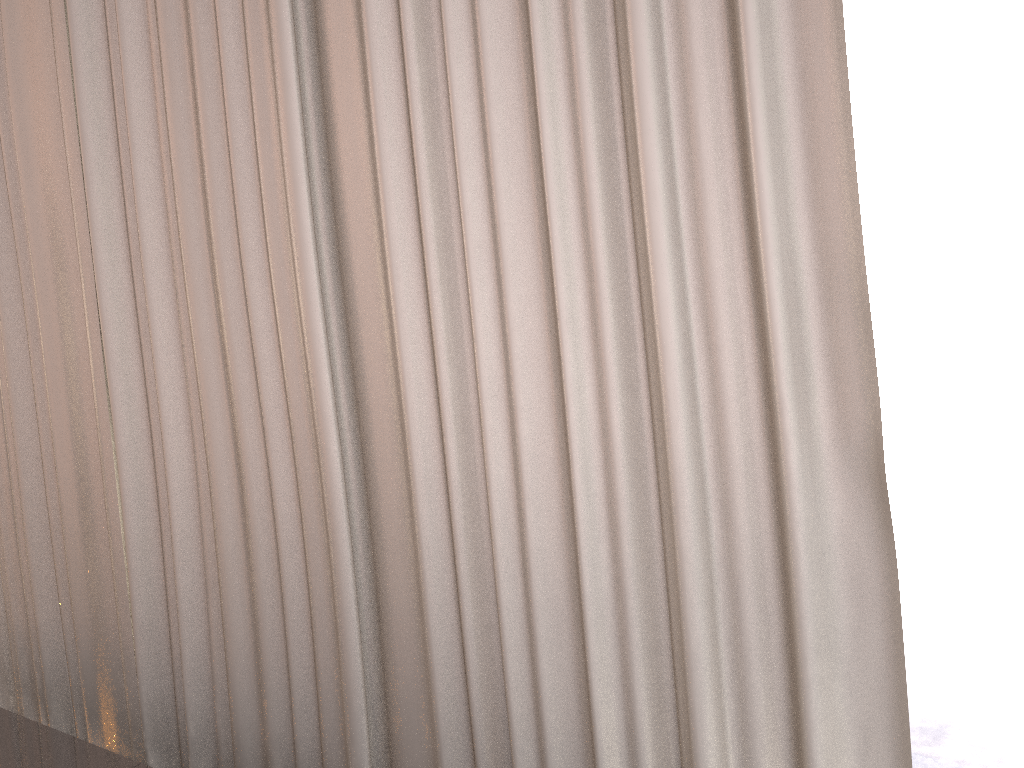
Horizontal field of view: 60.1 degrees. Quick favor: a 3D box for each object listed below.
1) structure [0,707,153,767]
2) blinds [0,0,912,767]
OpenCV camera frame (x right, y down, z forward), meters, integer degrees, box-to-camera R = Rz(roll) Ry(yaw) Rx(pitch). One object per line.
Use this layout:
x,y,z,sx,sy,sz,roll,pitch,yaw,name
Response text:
-0.982,0.728,0.945,8.761,0.300,1.004,-1,6,35,structure
-0.309,-0.716,1.239,3.284,2.990,0.249,-2,4,36,blinds
